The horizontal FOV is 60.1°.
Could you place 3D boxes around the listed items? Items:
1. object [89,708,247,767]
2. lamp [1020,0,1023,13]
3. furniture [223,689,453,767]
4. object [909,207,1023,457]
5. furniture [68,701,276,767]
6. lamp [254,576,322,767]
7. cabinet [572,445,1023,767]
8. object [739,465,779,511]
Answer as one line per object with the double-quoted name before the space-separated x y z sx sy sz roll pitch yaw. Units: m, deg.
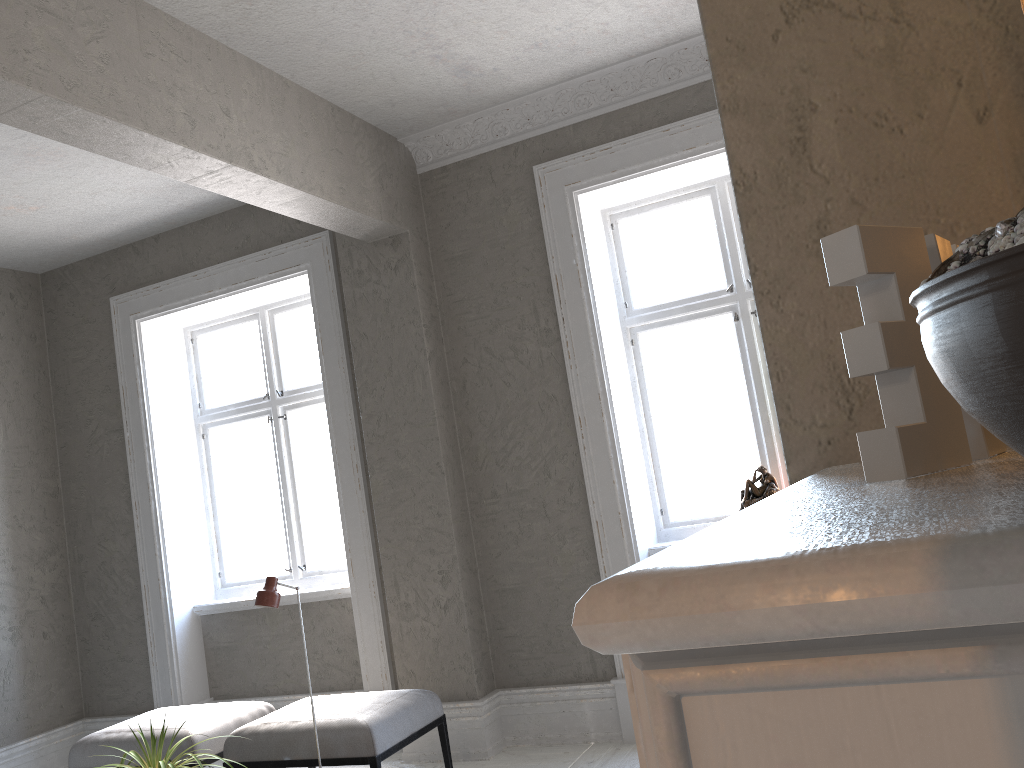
"object" -1.350 1.459 3.361 0.649 0.419 0.747 -15 -9 41
"lamp" 0.413 -0.138 0.557 0.169 0.558 0.458 -13 -7 31
"furniture" -0.798 1.712 4.090 0.815 0.475 0.592 -12 -7 23
"object" 0.206 -0.246 0.340 0.303 0.553 0.334 -5 -7 -33
"furniture" -1.677 1.899 4.455 0.815 0.475 0.592 -12 -7 23
"lamp" -0.878 1.187 3.580 0.256 0.838 0.135 -5 -7 -32
"cabinet" 0.412 0.672 0.416 0.378 1.296 0.677 -12 -7 23
"object" 1.229 0.580 4.460 0.233 0.329 0.122 -12 -7 24
